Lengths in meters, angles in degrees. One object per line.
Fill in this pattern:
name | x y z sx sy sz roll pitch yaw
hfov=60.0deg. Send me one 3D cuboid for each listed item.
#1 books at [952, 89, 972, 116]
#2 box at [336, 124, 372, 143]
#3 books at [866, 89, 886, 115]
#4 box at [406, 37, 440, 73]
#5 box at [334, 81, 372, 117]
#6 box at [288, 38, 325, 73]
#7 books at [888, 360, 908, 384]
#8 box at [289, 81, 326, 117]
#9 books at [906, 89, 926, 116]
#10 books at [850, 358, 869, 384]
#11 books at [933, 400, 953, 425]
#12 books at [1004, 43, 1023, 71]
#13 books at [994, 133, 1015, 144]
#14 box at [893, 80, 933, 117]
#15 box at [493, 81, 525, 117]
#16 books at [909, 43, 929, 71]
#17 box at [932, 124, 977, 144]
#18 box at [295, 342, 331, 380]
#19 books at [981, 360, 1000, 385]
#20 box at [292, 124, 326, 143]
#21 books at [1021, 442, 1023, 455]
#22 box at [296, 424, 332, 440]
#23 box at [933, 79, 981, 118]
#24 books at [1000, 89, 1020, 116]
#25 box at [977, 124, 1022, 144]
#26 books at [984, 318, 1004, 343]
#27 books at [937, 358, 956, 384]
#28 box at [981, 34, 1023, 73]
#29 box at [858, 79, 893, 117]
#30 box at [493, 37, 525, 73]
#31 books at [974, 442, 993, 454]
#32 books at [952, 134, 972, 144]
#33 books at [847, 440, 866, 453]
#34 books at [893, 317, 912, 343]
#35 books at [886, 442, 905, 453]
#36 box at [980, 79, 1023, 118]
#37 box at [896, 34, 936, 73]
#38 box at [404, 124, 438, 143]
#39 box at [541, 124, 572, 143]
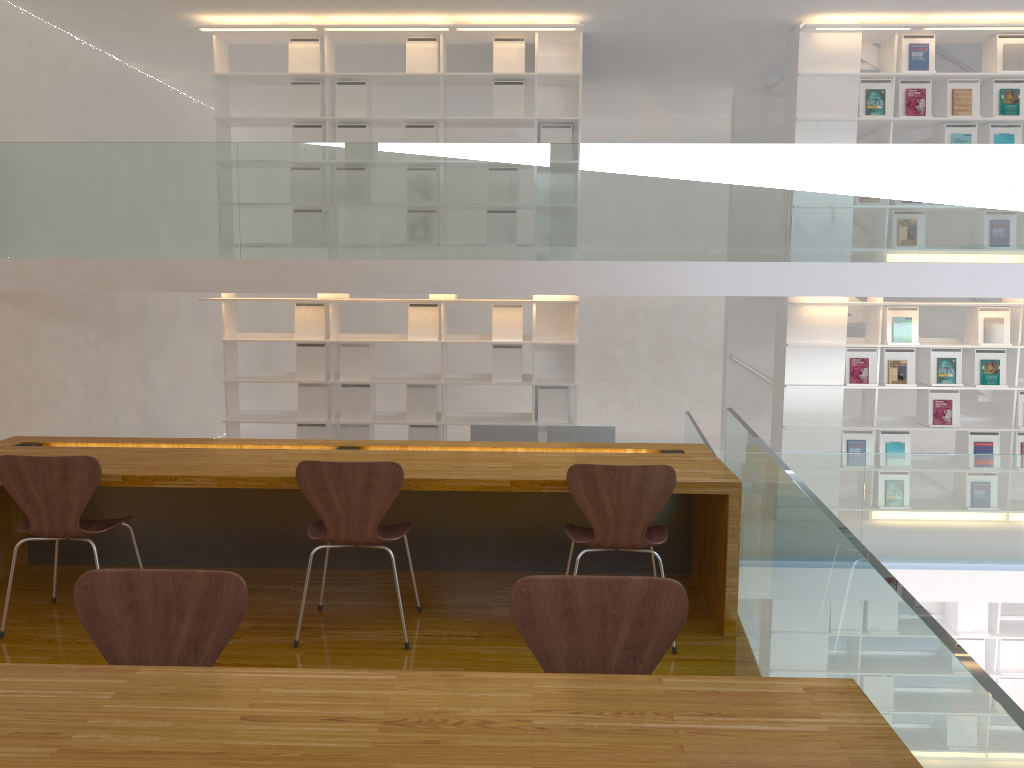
books | 3.429 -2.142 6.756 0.145 0.210 0.037 1 7 2
box | -1.262 -1.911 7.084 0.245 0.296 0.274 1 7 2
books | 2.777 -2.145 6.775 0.145 0.210 0.037 1 7 2
box | -0.699 -2.559 6.988 0.245 0.296 0.274 1 7 2
box | -1.260 -2.236 7.045 0.245 0.296 0.274 1 7 2
box | -1.620 -2.566 7.016 0.245 0.296 0.274 1 7 2
books | 3.055 -0.083 7.023 0.145 0.210 0.037 1 7 2
box | -1.622 -2.241 7.055 0.245 0.296 0.274 1 7 2
books | 3.082 -2.146 6.765 0.145 0.210 0.037 1 7 2
books | 2.750 -0.100 7.020 0.145 0.210 0.037 1 7 2
books | 3.420 0.230 7.041 0.145 0.210 0.037 1 7 2
books | 3.793 -2.466 6.704 0.145 0.210 0.037 1 7 2
books | 3.767 -1.811 6.786 0.145 0.210 0.037 1 7 2
box | 3.089 -2.190 6.877 0.245 0.296 0.274 1 7 2
box | -0.024 -2.226 7.011 0.245 0.296 0.274 1 7 2
books | 3.085 -2.474 6.723 0.145 0.210 0.037 1 7 2
box | 3.446 -1.860 6.894 0.245 0.296 0.274 1 7 2
box | -1.634 -0.194 7.300 0.245 0.296 0.274 1 7 2
books | 3.769 -0.086 6.990 0.145 0.210 0.037 1 7 2
box | -1.614 -1.914 7.094 0.245 0.296 0.274 1 7 2
books | 4.128 0.570 7.062 0.145 0.210 0.037 1 7 2
box | -1.648 0.458 7.379 0.245 0.296 0.274 1 7 2
box | 3.447 -2.186 6.855 0.245 0.296 0.274 1 7 2
books | 3.784 -2.138 6.743 0.145 0.210 0.037 1 7 2
box | 3.785 -1.856 6.885 0.245 0.296 0.274 1 7 2
books | 3.778 -0.414 6.950 0.145 0.210 0.037 1 7 2
books | 3.432 -0.101 7.002 0.145 0.210 0.037 1 7 2
box | 3.801 -2.509 6.806 0.245 0.296 0.274 1 7 2
box | 2.785 -2.193 6.873 0.245 0.296 0.274 1 7 2
box | -0.021 -2.551 6.972 0.245 0.296 0.274 1 7 2
books | 3.760 0.566 7.071 0.145 0.210 0.037 1 7 2
books | 3.442 -1.811 6.792 0.145 0.210 0.037 1 7 2
books | 2.757 0.554 7.095 0.145 0.210 0.037 1 7 2
books | 3.067 -0.420 6.970 0.145 0.210 0.037 1 7 2
books | 3.064 0.569 7.088 0.145 0.210 0.037 1 7 2
box | 3.792 -2.183 6.845 0.245 0.296 0.274 1 7 2
box | 3.091 -2.516 6.825 0.245 0.296 0.274 1 7 2
box | -0.725 -1.906 7.069 0.245 0.296 0.274 1 7 2
box | 0.349 -1.896 7.040 0.245 0.296 0.274 1 7 2
